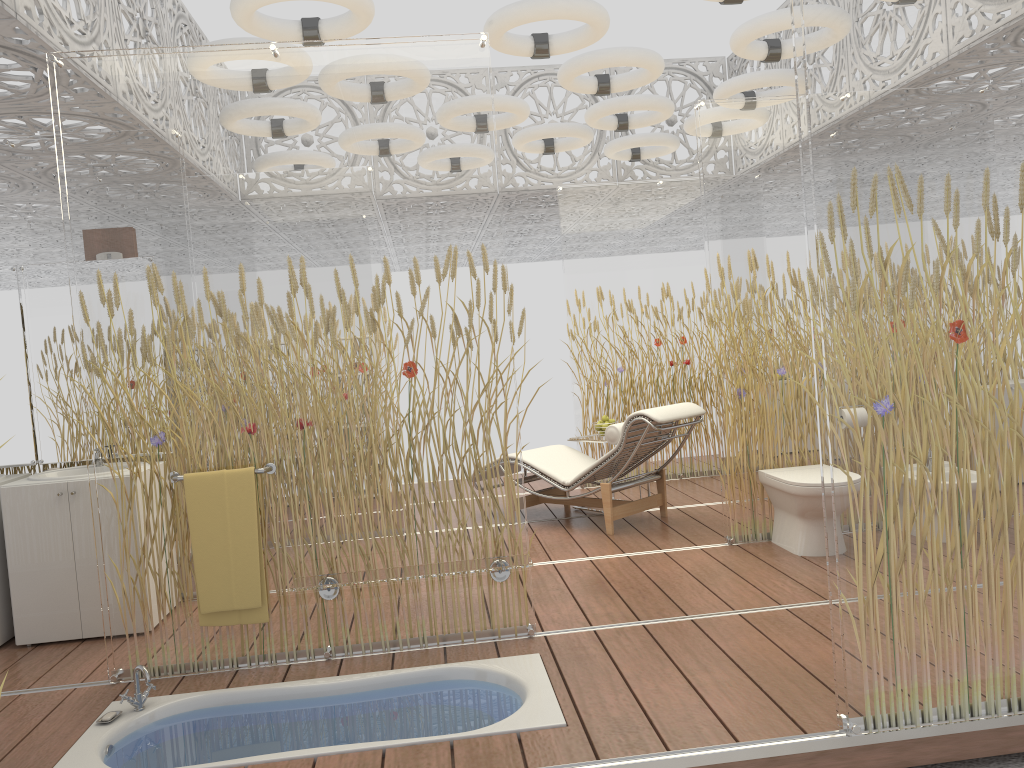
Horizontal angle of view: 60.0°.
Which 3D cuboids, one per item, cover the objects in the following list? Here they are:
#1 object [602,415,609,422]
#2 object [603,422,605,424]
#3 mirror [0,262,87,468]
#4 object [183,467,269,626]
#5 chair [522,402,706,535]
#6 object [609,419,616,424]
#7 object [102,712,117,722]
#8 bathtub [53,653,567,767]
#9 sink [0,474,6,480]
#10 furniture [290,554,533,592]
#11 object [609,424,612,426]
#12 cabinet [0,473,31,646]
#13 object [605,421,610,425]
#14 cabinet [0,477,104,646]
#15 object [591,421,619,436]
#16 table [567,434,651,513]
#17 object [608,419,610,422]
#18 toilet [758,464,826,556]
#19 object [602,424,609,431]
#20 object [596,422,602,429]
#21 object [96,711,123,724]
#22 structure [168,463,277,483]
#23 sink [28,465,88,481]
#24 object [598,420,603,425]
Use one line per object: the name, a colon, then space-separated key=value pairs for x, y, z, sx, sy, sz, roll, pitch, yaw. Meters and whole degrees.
object: x=0.696 y=0.258 z=6.612 sx=0.055 sy=0.056 sz=0.055 roll=-5 pitch=2 yaw=-5
object: x=0.678 y=0.307 z=6.659 sx=0.054 sy=0.048 sz=0.055 roll=-5 pitch=2 yaw=-12
mirror: x=-2.617 y=-0.099 z=4.796 sx=1.422 sy=1.081 sz=0.009 roll=-5 pitch=2 yaw=-5
object: x=-1.176 y=0.679 z=3.658 sx=0.283 sy=0.656 sz=0.042 roll=-5 pitch=2 yaw=-6
chair: x=0.499 y=0.567 z=6.310 sx=1.787 sy=0.811 sz=0.635 roll=-2 pitch=3 yaw=44
object: x=0.744 y=0.280 z=6.574 sx=0.047 sy=0.045 sz=0.047 roll=-5 pitch=2 yaw=-5
object: x=-1.499 y=1.238 z=3.303 sx=0.035 sy=0.016 sz=0.066 roll=-4 pitch=2 yaw=4
bathtub: x=-0.687 y=1.305 z=3.227 sx=1.700 sy=0.582 sz=0.700 roll=-5 pitch=2 yaw=-5
sink: x=-2.903 y=0.540 z=4.529 sx=0.573 sy=0.266 sz=0.499 roll=-5 pitch=2 yaw=-8
furniture: x=-0.405 y=0.774 z=3.647 sx=0.977 sy=0.014 sz=0.178 roll=-5 pitch=2 yaw=-5
object: x=0.733 y=0.319 z=6.562 sx=0.039 sy=0.040 sz=0.040 roll=-5 pitch=2 yaw=-14
cabinet: x=-2.871 y=0.907 z=4.528 sx=0.643 sy=0.782 sz=0.549 roll=-5 pitch=2 yaw=-5
object: x=0.708 y=0.295 z=6.585 sx=0.040 sy=0.038 sz=0.040 roll=-6 pitch=3 yaw=-34
cabinet: x=-2.157 y=0.848 z=4.596 sx=0.643 sy=0.782 sz=0.549 roll=-5 pitch=2 yaw=-5
object: x=0.697 y=0.338 z=6.608 sx=0.206 sy=0.105 sz=0.206 roll=-3 pitch=3 yaw=39
table: x=0.731 y=0.657 z=6.689 sx=0.420 sy=0.535 sz=0.420 roll=-6 pitch=3 yaw=-35
object: x=0.728 y=0.291 z=6.637 sx=0.050 sy=0.054 sz=0.055 roll=-6 pitch=3 yaw=-36
toilet: x=1.698 y=0.720 z=4.954 sx=0.401 sy=0.437 sz=0.611 roll=-5 pitch=2 yaw=-5
object: x=0.691 y=0.321 z=6.557 sx=0.058 sy=0.058 sz=0.058 roll=-6 pitch=3 yaw=-39
object: x=0.647 y=0.307 z=6.563 sx=0.047 sy=0.048 sz=0.047 roll=-7 pitch=3 yaw=-43
object: x=-1.499 y=1.244 z=3.303 sx=0.065 sy=0.011 sz=0.108 roll=-4 pitch=2 yaw=4
structure: x=-1.205 y=0.372 z=3.671 sx=0.442 sy=0.047 sz=0.078 roll=-5 pitch=2 yaw=-5
sink: x=-2.191 y=0.481 z=4.597 sx=0.573 sy=0.266 sz=0.499 roll=-5 pitch=2 yaw=-3
object: x=0.659 y=0.291 z=6.604 sx=0.044 sy=0.043 sz=0.040 roll=-4 pitch=2 yaw=9
